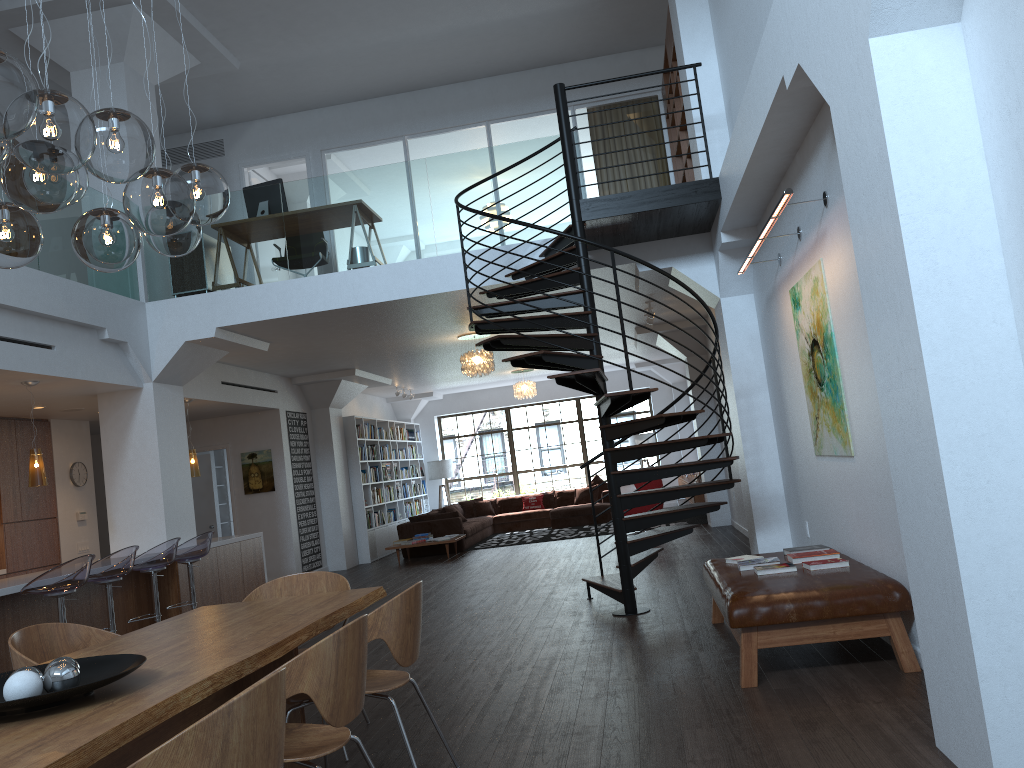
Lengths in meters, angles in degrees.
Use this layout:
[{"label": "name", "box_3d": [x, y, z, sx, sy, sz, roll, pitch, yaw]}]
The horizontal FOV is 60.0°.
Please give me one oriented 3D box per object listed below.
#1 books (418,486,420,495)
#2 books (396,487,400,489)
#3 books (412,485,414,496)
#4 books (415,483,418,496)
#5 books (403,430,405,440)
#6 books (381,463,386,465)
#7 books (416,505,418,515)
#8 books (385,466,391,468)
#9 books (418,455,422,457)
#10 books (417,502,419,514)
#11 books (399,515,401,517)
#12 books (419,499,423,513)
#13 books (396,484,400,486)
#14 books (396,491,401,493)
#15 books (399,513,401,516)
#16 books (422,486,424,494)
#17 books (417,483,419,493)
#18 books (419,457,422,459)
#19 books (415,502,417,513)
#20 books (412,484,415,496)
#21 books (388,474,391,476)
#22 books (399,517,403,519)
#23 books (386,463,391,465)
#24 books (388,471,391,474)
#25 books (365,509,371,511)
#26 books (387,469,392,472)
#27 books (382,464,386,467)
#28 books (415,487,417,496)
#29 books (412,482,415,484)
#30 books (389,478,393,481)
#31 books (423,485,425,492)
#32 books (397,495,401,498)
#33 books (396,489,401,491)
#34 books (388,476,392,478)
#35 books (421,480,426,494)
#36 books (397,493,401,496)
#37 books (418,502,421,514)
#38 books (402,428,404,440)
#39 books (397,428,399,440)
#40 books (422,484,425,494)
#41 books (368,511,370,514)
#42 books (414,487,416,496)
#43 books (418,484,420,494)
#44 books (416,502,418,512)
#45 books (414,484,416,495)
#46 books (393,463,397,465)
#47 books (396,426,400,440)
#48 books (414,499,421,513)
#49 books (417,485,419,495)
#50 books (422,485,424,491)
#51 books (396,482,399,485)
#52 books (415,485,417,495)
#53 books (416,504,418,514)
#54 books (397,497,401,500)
[{"label": "books", "box_3d": [-1.998, 2.202, 18.311, 0.161, 0.221, 0.035, -8, -5, 7]}, {"label": "books", "box_3d": [-2.244, 1.984, 16.809, 0.223, 0.032, 0.161, -8, -5, 7]}, {"label": "books", "box_3d": [-2.065, 2.158, 17.846, 0.161, 0.223, 0.030, -8, -5, 7]}, {"label": "books", "box_3d": [-2.026, 2.169, 18.178, 0.183, 0.253, 0.042, -8, -5, 7]}, {"label": "books", "box_3d": [-2.241, 1.022, 17.747, 0.160, 0.250, 0.026, -8, -5, 7]}, {"label": "books", "box_3d": [-2.396, 1.448, 15.990, 0.223, 0.027, 0.161, -9, -5, 17]}, {"label": "books", "box_3d": [-2.011, 2.525, 17.915, 0.183, 0.253, 0.036, -8, -5, 7]}, {"label": "books", "box_3d": [-2.370, 1.548, 16.427, 0.223, 0.027, 0.161, -7, -5, -3]}, {"label": "books", "box_3d": [-2.068, 1.544, 18.764, 0.284, 0.033, 0.197, -9, -6, 22]}, {"label": "books", "box_3d": [-1.992, 2.532, 18.023, 0.183, 0.253, 0.037, -8, -5, 7]}, {"label": "books", "box_3d": [-2.227, 2.509, 16.725, 0.284, 0.033, 0.197, -7, -5, -8]}, {"label": "books", "box_3d": [-1.950, 2.545, 18.411, 0.176, 0.290, 0.053, -8, -5, 7]}, {"label": "books", "box_3d": [-2.237, 1.929, 16.805, 0.208, 0.024, 0.144, -8, -5, 12]}, {"label": "books", "box_3d": [-2.237, 2.059, 16.804, 0.231, 0.044, 0.168, -7, -5, 2]}, {"label": "books", "box_3d": [-2.236, 2.478, 16.731, 0.254, 0.032, 0.174, -8, -5, 12]}, {"label": "books", "box_3d": [-1.952, 2.211, 18.625, 0.172, 0.235, 0.112, -8, -5, 7]}, {"label": "books", "box_3d": [-2.013, 2.178, 18.278, 0.160, 0.251, 0.039, -8, -5, 7]}, {"label": "books", "box_3d": [-2.064, 1.578, 18.761, 0.284, 0.035, 0.197, -11, -7, 37]}, {"label": "books", "box_3d": [-2.012, 2.522, 17.879, 0.183, 0.253, 0.037, -8, -5, 7]}, {"label": "books", "box_3d": [-2.060, 2.146, 17.887, 0.174, 0.251, 0.051, -8, -5, 7]}, {"label": "books", "box_3d": [-2.357, 1.695, 16.373, 0.180, 0.042, 0.259, -8, -5, 7]}, {"label": "books", "box_3d": [-2.223, 2.543, 16.722, 0.284, 0.035, 0.197, -8, -5, 7]}, {"label": "books", "box_3d": [-2.352, 1.485, 16.416, 0.129, 0.043, 0.185, -9, -6, 22]}, {"label": "books", "box_3d": [-2.347, 1.651, 16.390, 0.168, 0.045, 0.231, -7, -5, 2]}, {"label": "books", "box_3d": [-2.467, 2.099, 14.706, 0.223, 0.027, 0.161, -9, -5, 17]}, {"label": "books", "box_3d": [-2.345, 1.607, 16.388, 0.183, 0.042, 0.253, -8, -5, 7]}, {"label": "books", "box_3d": [-2.396, 1.487, 16.009, 0.174, 0.045, 0.240, -8, -5, 7]}, {"label": "books", "box_3d": [-2.043, 2.164, 18.059, 0.171, 0.246, 0.036, -8, -5, 7]}, {"label": "books", "box_3d": [-2.091, 2.011, 17.909, 0.223, 0.031, 0.161, -8, -5, 7]}, {"label": "books", "box_3d": [-2.320, 1.770, 16.369, 0.171, 0.039, 0.246, -8, -5, 7]}, {"label": "books", "box_3d": [-1.937, 2.236, 18.774, 0.161, 0.213, 0.146, -8, -5, 7]}, {"label": "books", "box_3d": [-2.238, 2.139, 16.787, 0.251, 0.037, 0.160, -8, -5, 12]}, {"label": "books", "box_3d": [-2.247, 2.018, 16.800, 0.253, 0.040, 0.183, -8, -5, 7]}, {"label": "books", "box_3d": [-2.327, 1.731, 16.371, 0.160, 0.039, 0.251, -8, -5, 12]}, {"label": "books", "box_3d": [-1.927, 2.203, 18.877, 0.176, 0.290, 0.053, -8, -5, 7]}, {"label": "books", "box_3d": [-2.243, 2.103, 16.815, 0.259, 0.040, 0.180, -8, -5, 7]}, {"label": "books", "box_3d": [-1.980, 2.545, 18.142, 0.189, 0.247, 0.057, -8, -5, 7]}, {"label": "books", "box_3d": [-2.253, 1.013, 17.642, 0.183, 0.253, 0.034, -8, -5, 7]}, {"label": "books", "box_3d": [-2.301, 0.993, 17.321, 0.171, 0.246, 0.057, -8, -5, 7]}, {"label": "books", "box_3d": [-1.938, 2.230, 18.723, 0.161, 0.213, 0.118, -8, -5, 7]}, {"label": "books", "box_3d": [-2.467, 2.137, 14.726, 0.174, 0.045, 0.240, -7, -5, -3]}, {"label": "books", "box_3d": [-2.045, 2.166, 17.955, 0.161, 0.223, 0.030, -8, -5, 7]}, {"label": "books", "box_3d": [-1.995, 2.199, 18.399, 0.168, 0.228, 0.139, -8, -5, 7]}, {"label": "books", "box_3d": [-1.999, 2.532, 17.992, 0.160, 0.250, 0.027, -8, -5, 7]}, {"label": "books", "box_3d": [-2.056, 2.157, 17.992, 0.183, 0.253, 0.039, -8, -5, 7]}, {"label": "books", "box_3d": [-2.306, 1.525, 16.749, 0.224, 0.030, 0.161, -9, -6, 17]}, {"label": "books", "box_3d": [-2.296, 0.977, 17.405, 0.176, 0.290, 0.053, -8, -5, 7]}, {"label": "books", "box_3d": [-1.959, 2.522, 18.192, 0.140, 0.298, 0.044, -8, -5, 7]}, {"label": "books", "box_3d": [-2.011, 2.188, 18.241, 0.161, 0.223, 0.032, -8, -5, 7]}, {"label": "books", "box_3d": [-1.949, 2.225, 18.686, 0.161, 0.218, 0.101, -8, -5, 7]}, {"label": "books", "box_3d": [-2.246, 1.897, 16.802, 0.185, 0.041, 0.129, -9, -6, 22]}, {"label": "books", "box_3d": [-2.041, 2.165, 18.096, 0.160, 0.251, 0.036, -8, -5, 7]}, {"label": "books", "box_3d": [-2.012, 2.536, 17.956, 0.174, 0.240, 0.048, -8, -5, 7]}, {"label": "books", "box_3d": [-2.231, 2.176, 16.781, 0.246, 0.038, 0.171, -8, -5, 7]}]
